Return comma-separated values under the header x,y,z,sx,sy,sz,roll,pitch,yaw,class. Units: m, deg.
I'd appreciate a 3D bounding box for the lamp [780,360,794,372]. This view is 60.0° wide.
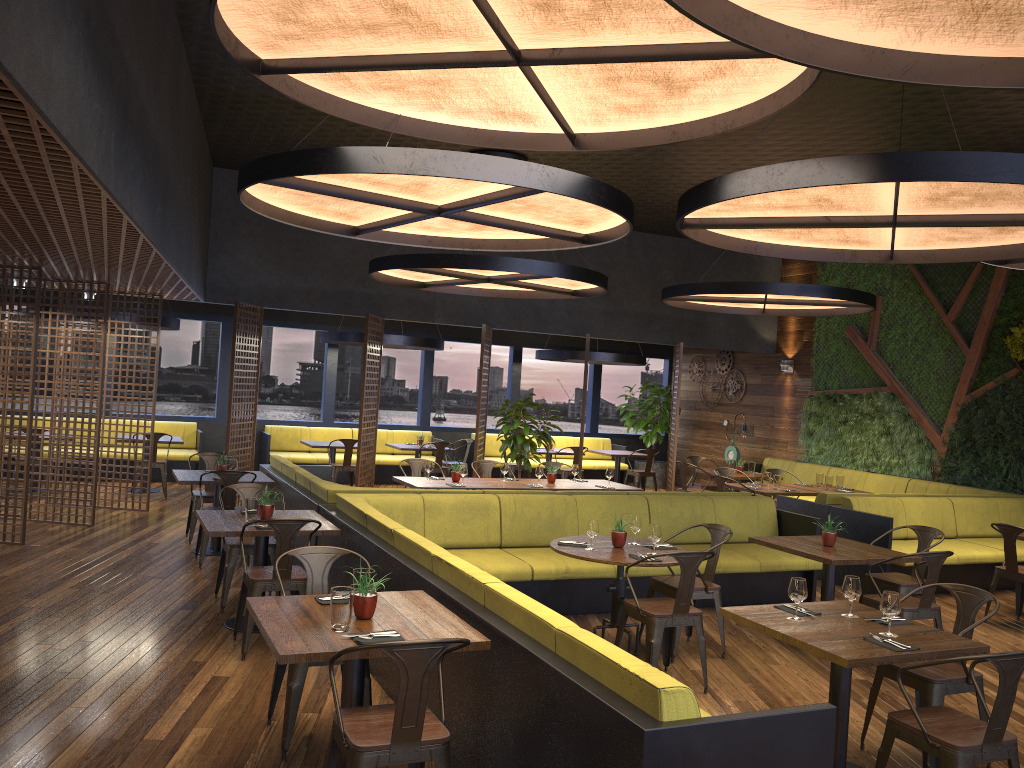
x,y,z,sx,sy,sz,roll,pitch,yaw,class
4.747,-0.315,15.407,0.189,0.215,0.215,4,0,-24,lamp

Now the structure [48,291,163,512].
x,y,z,sx,sy,sz,roll,pitch,yaw,class
-5.100,0.197,11.106,1.319,2.700,0.050,4,0,6,structure

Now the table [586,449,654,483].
x,y,z,sx,sy,sz,roll,pitch,yaw,class
1.917,1.619,16.052,0.887,0.763,0.906,4,0,-25,table

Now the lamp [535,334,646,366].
x,y,z,sx,sy,sz,roll,pitch,yaw,class
1.474,-1.473,15.926,1.979,2.172,1.979,4,0,-39,lamp

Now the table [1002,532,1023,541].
x,y,z,sx,sy,sz,roll,pitch,yaw,class
5.186,1.817,8.124,0.887,0.763,0.906,4,0,-25,table

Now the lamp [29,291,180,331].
x,y,z,sx,sy,sz,roll,pitch,yaw,class
-5.725,-1.933,12.646,1.979,2.172,1.979,4,0,-18,lamp

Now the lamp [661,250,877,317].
x,y,z,sx,sy,sz,roll,pitch,yaw,class
3.462,-1.731,11.984,2.778,1.362,2.778,4,0,30,lamp

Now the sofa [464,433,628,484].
x,y,z,sx,sy,sz,roll,pitch,yaw,class
0.709,1.468,16.942,3.061,0.914,0.966,4,0,-24,sofa

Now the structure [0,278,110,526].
x,y,z,sx,sy,sz,roll,pitch,yaw,class
-5.216,0.188,9.908,1.319,2.700,0.050,4,0,6,structure

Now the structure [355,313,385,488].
x,y,z,sx,sy,sz,roll,pitch,yaw,class
-1.988,0.396,12.358,0.050,2.700,0.852,4,0,6,structure

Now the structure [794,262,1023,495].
x,y,z,sx,sy,sz,roll,pitch,yaw,class
6.811,0.005,10.855,0.918,4.593,9.182,4,0,-25,structure

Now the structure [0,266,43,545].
x,y,z,sx,sy,sz,roll,pitch,yaw,class
-5.332,0.179,8.710,1.319,2.700,0.050,4,0,6,structure

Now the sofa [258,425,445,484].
x,y,z,sx,sy,sz,roll,pitch,yaw,class
-2.734,1.247,15.374,3.061,0.914,0.966,4,0,-24,sofa

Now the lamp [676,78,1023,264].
x,y,z,sx,sy,sz,roll,pitch,yaw,class
2.524,-1.722,5.753,2.778,1.475,2.778,4,0,25,lamp

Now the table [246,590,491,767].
x,y,z,sx,sy,sz,roll,pitch,yaw,class
-0.705,1.438,4.011,0.887,0.763,0.906,4,0,-25,table

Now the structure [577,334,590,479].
x,y,z,sx,sy,sz,roll,pitch,yaw,class
1.101,0.594,13.765,0.050,2.700,0.852,4,0,6,structure

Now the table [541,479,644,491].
x,y,z,sx,sy,sz,roll,pitch,yaw,class
0.891,1.547,10.345,0.906,0.763,0.887,4,0,-25,table

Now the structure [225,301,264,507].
x,y,z,sx,sy,sz,roll,pitch,yaw,class
-3.532,0.297,11.654,0.050,2.700,0.852,4,0,6,structure

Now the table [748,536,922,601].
x,y,z,sx,sy,sz,roll,pitch,yaw,class
2.461,1.642,6.882,0.887,0.763,0.906,4,0,-25,table

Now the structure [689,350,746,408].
x,y,z,sx,sy,sz,roll,pitch,yaw,class
3.950,-0.124,17.267,0.058,1.178,1.791,4,0,-24,structure

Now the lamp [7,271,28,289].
x,y,z,sx,sy,sz,roll,pitch,yaw,class
-5.177,-1.091,9.316,0.228,0.172,0.228,4,0,-24,lamp

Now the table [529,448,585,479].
x,y,z,sx,sy,sz,roll,pitch,yaw,class
0.645,1.538,15.476,0.906,0.763,0.887,4,0,-25,table

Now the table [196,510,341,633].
x,y,z,sx,sy,sz,roll,pitch,yaw,class
-1.820,1.370,6.469,0.887,0.763,0.906,4,0,-25,table

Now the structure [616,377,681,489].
x,y,z,sx,sy,sz,roll,pitch,yaw,class
2.806,0.966,17.703,1.493,2.184,1.272,4,0,-24,structure

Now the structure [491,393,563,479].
x,y,z,sx,sy,sz,roll,pitch,yaw,class
0.119,1.001,12.616,0.993,1.763,1.166,4,0,36,structure

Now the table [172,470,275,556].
x,y,z,sx,sy,sz,roll,pitch,yaw,class
-2.940,1.302,8.925,0.887,0.763,0.906,4,0,-25,table

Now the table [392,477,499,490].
x,y,z,sx,sy,sz,roll,pitch,yaw,class
-0.752,1.442,9.591,0.906,0.763,0.887,4,0,-25,table

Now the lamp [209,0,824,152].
x,y,z,sx,sy,sz,roll,pitch,yaw,class
0.064,-2.058,4.211,2.778,1.159,2.778,4,0,26,lamp

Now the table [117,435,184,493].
x,y,z,sx,sy,sz,roll,pitch,yaw,class
-5.260,1.159,12.782,0.887,0.763,0.906,4,0,-25,table

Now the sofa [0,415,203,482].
x,y,z,sx,sy,sz,roll,pitch,yaw,class
-6.435,1.010,13.687,3.061,0.914,0.966,4,0,-24,sofa

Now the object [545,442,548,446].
x,y,z,sx,sy,sz,roll,pitch,yaw,class
0.634,1.064,15.652,0.102,0.178,0.102,4,0,-39,object

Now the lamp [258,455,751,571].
x,y,z,sx,sy,sz,roll,pitch,yaw,class
-2.176,0.372,8.477,9.057,2.714,3.017,4,0,-24,lamp

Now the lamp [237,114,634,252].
x,y,z,sx,sy,sz,roll,pitch,yaw,class
-0.482,-1.912,6.386,2.778,1.475,2.778,4,0,-20,lamp

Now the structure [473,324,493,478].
x,y,z,sx,sy,sz,roll,pitch,yaw,class
-0.444,0.495,13.061,0.050,2.700,0.852,4,0,6,structure

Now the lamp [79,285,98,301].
x,y,z,sx,sy,sz,roll,pitch,yaw,class
-5.029,-1.080,10.543,0.228,0.172,0.228,4,0,-24,lamp

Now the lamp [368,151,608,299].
x,y,z,sx,sy,sz,roll,pitch,yaw,class
-0.232,-1.891,10.391,2.778,1.475,2.778,4,0,-24,lamp

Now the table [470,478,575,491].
x,y,z,sx,sy,sz,roll,pitch,yaw,class
0.071,1.494,9.966,0.906,0.763,0.887,4,0,-25,table

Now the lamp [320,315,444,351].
x,y,z,sx,sy,sz,roll,pitch,yaw,class
-2.022,-1.695,14.333,1.979,2.172,1.979,4,0,21,lamp

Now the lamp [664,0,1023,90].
x,y,z,sx,sy,sz,roll,pitch,yaw,class
1.597,-1.786,1.752,2.778,1.475,2.778,4,0,30,lamp

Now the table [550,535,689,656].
x,y,z,sx,sy,sz,roll,pitch,yaw,class
0.746,1.532,6.222,1.007,0.760,1.007,4,0,13,table

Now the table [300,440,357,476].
x,y,z,sx,sy,sz,roll,pitch,yaw,class
-2.807,1.316,13.899,0.887,0.763,0.906,4,0,-25,table

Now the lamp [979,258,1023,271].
x,y,z,sx,sy,sz,roll,pitch,yaw,class
5.506,-1.707,7.609,2.778,1.159,2.778,4,0,-34,lamp

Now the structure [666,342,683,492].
x,y,z,sx,sy,sz,roll,pitch,yaw,class
2.645,0.693,14.469,0.050,2.700,0.852,4,0,6,structure

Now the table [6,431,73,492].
x,y,z,sx,sy,sz,roll,pitch,yaw,class
-6.531,1.078,12.202,0.887,0.763,0.906,4,0,-25,table

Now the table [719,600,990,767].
x,y,z,sx,sy,sz,roll,pitch,yaw,class
1.657,1.588,4.432,0.906,0.763,0.887,4,0,-25,table

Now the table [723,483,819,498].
x,y,z,sx,sy,sz,roll,pitch,yaw,class
3.234,1.697,11.241,0.887,0.763,0.906,4,0,-25,table

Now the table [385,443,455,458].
x,y,z,sx,sy,sz,roll,pitch,yaw,class
-1.535,1.398,14.483,0.906,0.763,0.887,4,0,-25,table

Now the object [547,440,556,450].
x,y,z,sx,sy,sz,roll,pitch,yaw,class
0.655,1.019,15.469,0.238,0.271,0.260,4,0,-3,object

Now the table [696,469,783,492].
x,y,z,sx,sy,sz,roll,pitch,yaw,class
3.335,1.706,13.142,0.887,0.763,0.906,4,0,-25,table

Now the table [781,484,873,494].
x,y,z,sx,sy,sz,roll,pitch,yaw,class
4.081,1.751,11.627,0.887,0.763,0.906,4,0,-25,table
